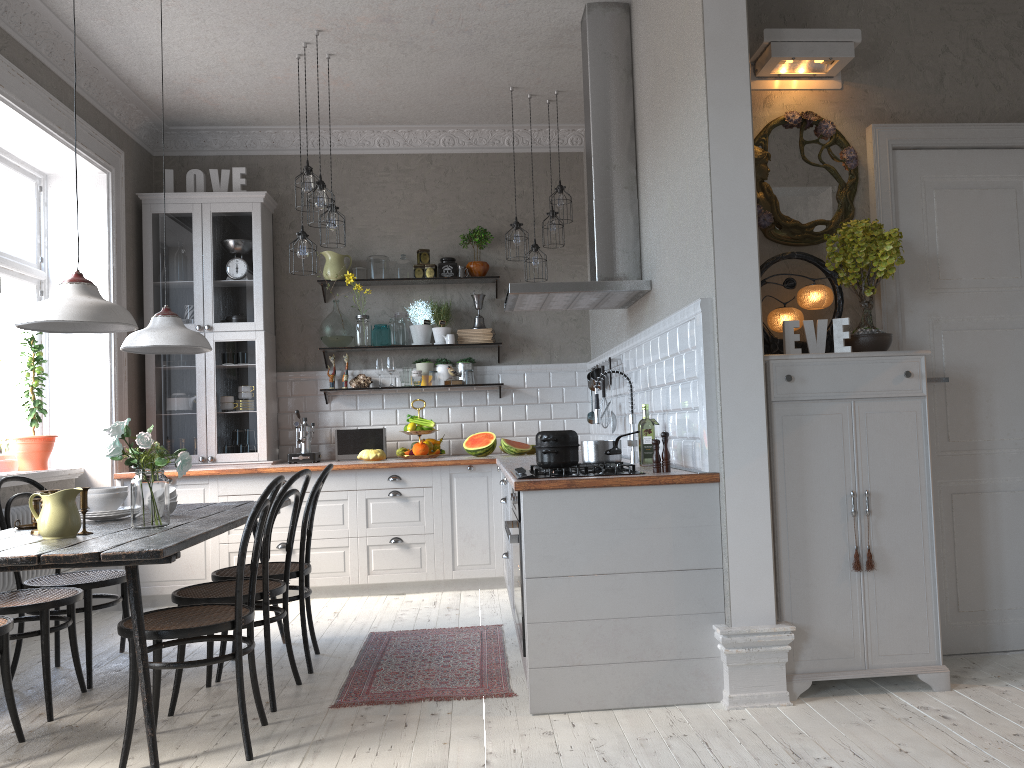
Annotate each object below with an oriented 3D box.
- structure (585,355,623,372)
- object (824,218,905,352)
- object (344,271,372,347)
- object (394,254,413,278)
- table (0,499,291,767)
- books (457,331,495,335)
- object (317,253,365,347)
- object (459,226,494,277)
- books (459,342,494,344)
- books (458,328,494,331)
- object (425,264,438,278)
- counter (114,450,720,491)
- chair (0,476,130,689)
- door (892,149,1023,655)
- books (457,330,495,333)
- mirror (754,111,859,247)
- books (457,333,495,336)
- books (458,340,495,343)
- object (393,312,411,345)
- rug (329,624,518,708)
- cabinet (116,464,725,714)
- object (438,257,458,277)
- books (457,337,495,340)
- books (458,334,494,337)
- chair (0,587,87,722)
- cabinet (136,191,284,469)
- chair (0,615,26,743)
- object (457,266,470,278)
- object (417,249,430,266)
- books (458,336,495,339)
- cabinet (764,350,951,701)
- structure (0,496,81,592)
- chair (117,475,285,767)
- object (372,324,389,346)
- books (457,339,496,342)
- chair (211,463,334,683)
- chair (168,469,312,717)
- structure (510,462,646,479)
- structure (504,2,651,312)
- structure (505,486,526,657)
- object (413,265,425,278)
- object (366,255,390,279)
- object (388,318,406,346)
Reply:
[{"bbox_3d":[0.577,-0.116,5.635,0.095,0.053,1.082,-2,-3,-3],"label":"structure"},{"bbox_3d":[1.446,-0.394,3.599,0.292,0.553,0.347,-4,-3,30],"label":"object"},{"bbox_3d":[-1.107,-0.539,6.384,0.193,0.540,0.278,-1,-3,-12],"label":"object"},{"bbox_3d":[-0.809,-0.860,6.615,0.143,0.220,0.137,1,-4,-44],"label":"object"},{"bbox_3d":[-1.534,0.924,3.562,0.908,0.735,1.913,-2,-3,-3],"label":"table"},{"bbox_3d":[-0.266,-0.373,6.569,0.259,0.016,0.158,-3,-3,8],"label":"books"},{"bbox_3d":[-1.286,-0.599,6.416,0.341,0.674,0.331,0,-3,-35],"label":"object"},{"bbox_3d":[-0.244,-0.973,6.568,0.257,0.397,0.244,-3,-3,21],"label":"object"},{"bbox_3d":[-0.263,-0.296,6.565,0.261,0.011,0.157,-2,-3,-2],"label":"books"},{"bbox_3d":[-0.267,-0.394,6.570,0.261,0.011,0.158,-2,-3,1],"label":"books"},{"bbox_3d":[-0.595,-0.820,6.527,0.082,0.113,0.083,-2,-3,6],"label":"object"},{"bbox_3d":[-0.870,0.485,4.870,3.172,0.039,3.379,-2,-3,-4],"label":"counter"},{"bbox_3d":[-2.024,0.871,4.031,0.546,0.920,0.440,-2,-3,8],"label":"chair"},{"bbox_3d":[2.066,0.056,3.843,0.754,2.183,0.079,-2,-3,-5],"label":"door"},{"bbox_3d":[-0.266,-0.383,6.569,0.260,0.016,0.158,-2,-3,5],"label":"books"},{"bbox_3d":[1.247,-0.891,3.815,0.534,0.593,0.071,-2,-3,-5],"label":"mirror"},{"bbox_3d":[-0.266,-0.362,6.568,0.261,0.011,0.158,-2,-3,1],"label":"books"},{"bbox_3d":[-0.264,-0.308,6.566,0.261,0.011,0.158,-2,-3,1],"label":"books"},{"bbox_3d":[-0.823,-0.398,6.607,0.131,0.264,0.131,-2,-3,2],"label":"object"},{"bbox_3d":[-0.367,1.262,4.064,0.738,0.014,1.285,-2,-3,-3],"label":"rug"},{"bbox_3d":[-0.410,0.887,5.038,4.106,0.854,2.030,-5,-4,42],"label":"cabinet"},{"bbox_3d":[-0.475,-0.852,6.588,0.142,0.174,0.141,-2,-3,-4],"label":"object"},{"bbox_3d":[-0.264,-0.329,6.567,0.260,0.016,0.158,-2,-3,5],"label":"books"},{"bbox_3d":[-0.265,-0.351,6.568,0.261,0.011,0.157,-2,-3,-2],"label":"books"},{"bbox_3d":[-2.021,0.848,3.545,0.552,0.920,0.435,-2,-3,-7],"label":"chair"},{"bbox_3d":[-2.119,-0.356,6.264,0.883,1.921,0.386,-2,-3,-5],"label":"cabinet"},{"bbox_3d":[-1.993,0.820,2.993,0.548,0.920,0.439,-2,-3,3],"label":"chair"},{"bbox_3d":[-0.358,-0.822,6.498,0.093,0.096,0.074,-2,-3,-3],"label":"object"},{"bbox_3d":[-0.652,-0.930,6.518,0.084,0.113,0.081,-1,-3,-24],"label":"object"},{"bbox_3d":[-0.265,-0.340,6.567,0.261,0.011,0.158,-2,-3,1],"label":"books"},{"bbox_3d":[1.296,0.534,3.523,0.669,1.297,0.382,-2,-3,-4],"label":"cabinet"},{"bbox_3d":[-2.650,0.875,4.899,0.149,0.428,1.217,-2,-3,-5],"label":"structure"},{"bbox_3d":[-1.061,0.789,3.059,0.552,0.920,0.435,-2,-3,-7],"label":"chair"},{"bbox_3d":[-0.966,-0.351,6.531,0.126,0.172,0.126,-2,-3,0],"label":"object"},{"bbox_3d":[-0.264,-0.319,6.566,0.259,0.016,0.158,-3,-3,8],"label":"books"},{"bbox_3d":[-1.092,0.839,4.073,0.552,0.920,0.435,-2,-3,-7],"label":"chair"},{"bbox_3d":[-1.089,0.815,3.590,0.548,0.920,0.439,-2,-3,3],"label":"chair"},{"bbox_3d":[0.253,0.353,3.675,0.498,0.031,0.604,-2,-3,-4],"label":"structure"},{"bbox_3d":[0.299,-1.237,4.803,0.715,1.595,0.709,-2,-3,-4],"label":"structure"},{"bbox_3d":[0.292,0.715,3.656,0.620,0.623,0.620,-2,-3,-4],"label":"structure"},{"bbox_3d":[-0.682,-0.817,6.523,0.083,0.113,0.082,-2,-3,-4],"label":"object"},{"bbox_3d":[-0.983,-0.842,6.505,0.168,0.184,0.175,-4,-3,35],"label":"object"},{"bbox_3d":[-0.839,-0.376,6.454,0.123,0.206,0.126,-3,-3,19],"label":"object"}]
